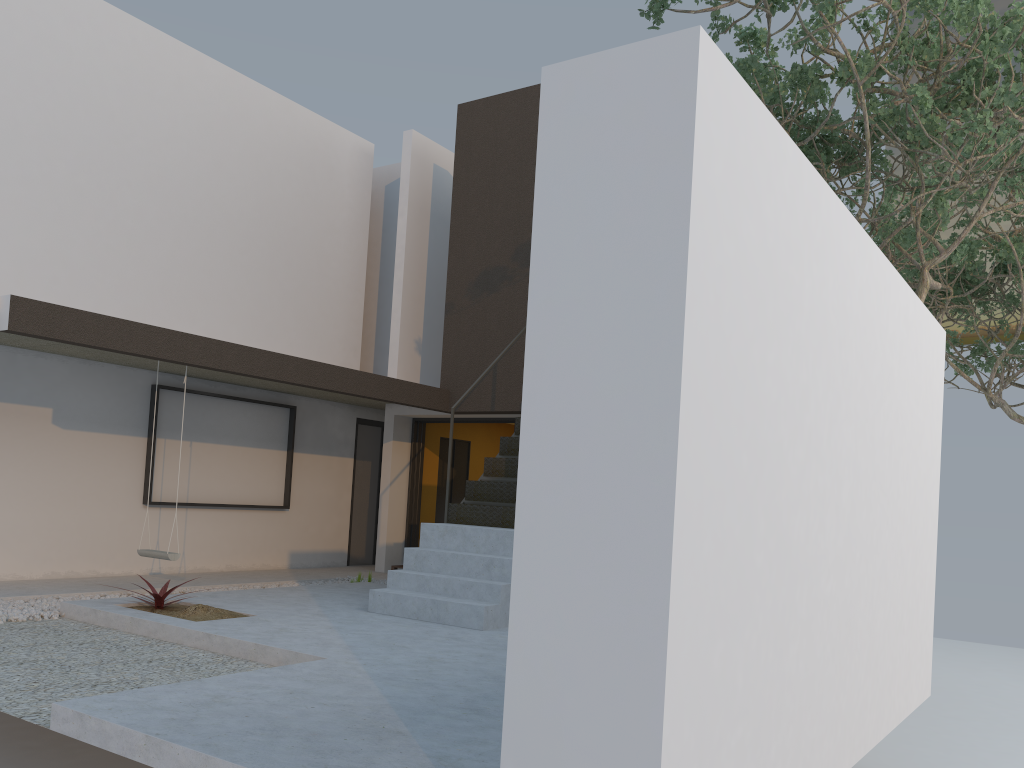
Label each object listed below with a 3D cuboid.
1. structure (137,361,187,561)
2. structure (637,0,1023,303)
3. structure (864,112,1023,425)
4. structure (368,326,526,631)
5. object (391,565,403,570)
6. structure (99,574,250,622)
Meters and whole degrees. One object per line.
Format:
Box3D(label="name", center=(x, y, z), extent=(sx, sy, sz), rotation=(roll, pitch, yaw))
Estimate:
Box3D(label="structure", center=(-3.114, 0.637, 7.942), extent=(0.461, 1.860, 0.129), rotation=(2, -3, 34))
Box3D(label="structure", center=(3.437, -1.904, 7.698), extent=(4.330, 3.685, 5.785), rotation=(2, -6, 14))
Box3D(label="structure", center=(7.606, -1.118, 12.824), extent=(5.503, 4.683, 7.353), rotation=(2, -6, 14))
Box3D(label="structure", center=(1.250, 0.337, 9.635), extent=(1.157, 3.930, 6.592), rotation=(2, -6, 34))
Box3D(label="object", center=(-1.160, 2.391, 11.250), extent=(0.703, 0.100, 0.352), rotation=(-2, -9, 34))
Box3D(label="structure", center=(-2.536, 1.648, 6.714), extent=(1.203, 0.290, 0.751), rotation=(-1, -8, 34))
